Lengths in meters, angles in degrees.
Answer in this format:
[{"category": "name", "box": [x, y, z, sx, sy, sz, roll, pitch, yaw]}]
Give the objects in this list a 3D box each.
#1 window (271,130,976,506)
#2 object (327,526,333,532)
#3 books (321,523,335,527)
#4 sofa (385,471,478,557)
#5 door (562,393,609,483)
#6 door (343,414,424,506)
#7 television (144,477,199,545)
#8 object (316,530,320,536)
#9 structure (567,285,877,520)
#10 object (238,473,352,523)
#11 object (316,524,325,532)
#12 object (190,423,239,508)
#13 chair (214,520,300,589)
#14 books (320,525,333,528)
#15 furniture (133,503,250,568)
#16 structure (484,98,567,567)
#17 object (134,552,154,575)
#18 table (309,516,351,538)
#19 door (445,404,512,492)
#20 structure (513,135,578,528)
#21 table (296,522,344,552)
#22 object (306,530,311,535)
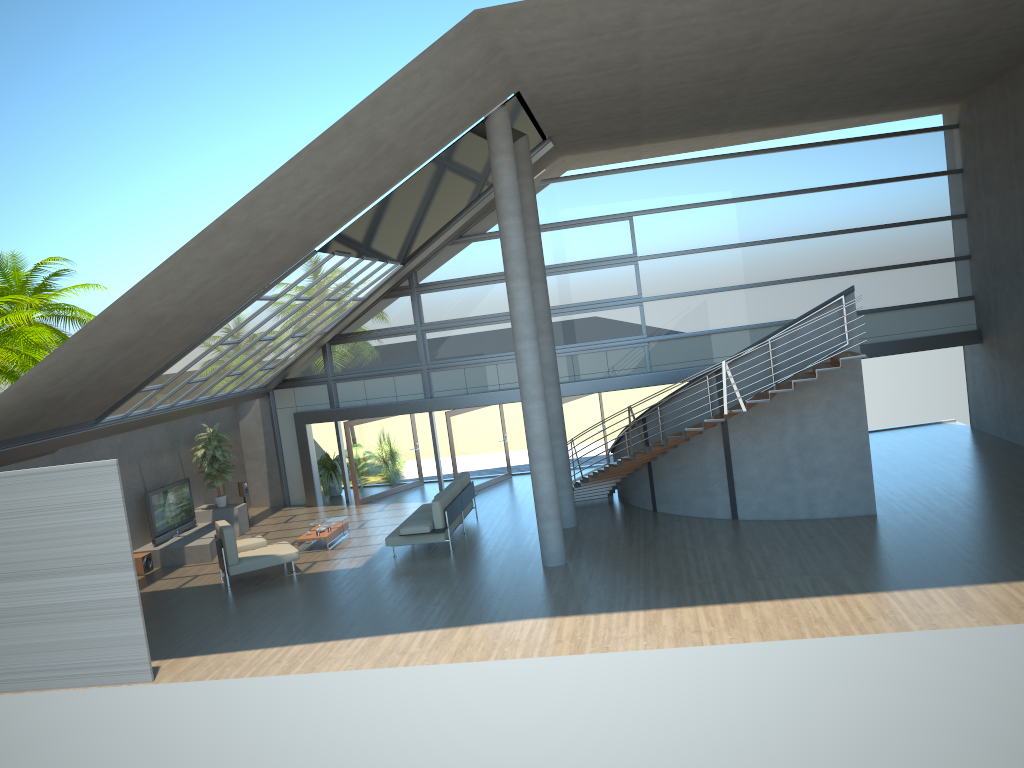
[{"category": "window", "box": [2.178, -1.237, 19.921, 16.616, 6.630, 1.098, -7, 4, 7]}, {"category": "object", "box": [-3.472, 2.766, 16.893, 0.070, 0.101, 0.085, -4, 5, 37]}, {"category": "books", "box": [-3.625, 2.784, 17.525, 0.275, 0.005, 0.189, -8, 4, -8]}, {"category": "sofa", "box": [-1.468, 2.378, 16.506, 1.166, 0.947, 3.079, -7, 4, 9]}, {"category": "door", "box": [1.658, 1.160, 20.177, 0.200, 1.977, 2.298, -5, 5, 30]}, {"category": "door", "box": [-3.037, 1.692, 21.282, 0.200, 1.977, 2.298, -4, 5, 38]}, {"category": "television", "box": [-6.832, 2.553, 17.811, 0.396, 1.063, 1.568, -7, 4, 9]}, {"category": "object", "box": [-3.656, 2.806, 16.672, 0.085, 0.101, 0.070, -7, 4, 8]}, {"category": "structure", "box": [2.860, 0.531, 15.159, 2.349, 3.653, 6.809, -11, 6, -43]}, {"category": "object", "box": [-8.004, 3.113, 17.926, 7.863, 0.982, 21.345, -7, 4, 12]}, {"category": "object", "box": [-3.666, 2.754, 16.987, 0.178, 0.161, 0.178, -11, 5, -40]}, {"category": "object", "box": [-6.403, 1.738, 19.123, 0.932, 1.857, 0.895, -10, 5, -32]}, {"category": "chair", "box": [-4.441, 2.800, 15.349, 1.244, 1.023, 1.217, -9, 5, -25]}, {"category": "books", "box": [-3.649, 2.794, 17.478, 0.275, 0.005, 0.189, -8, 4, -11]}, {"category": "furniture", "box": [-6.284, 3.037, 18.242, 1.577, 0.610, 2.936, -7, 4, 9]}, {"category": "structure", "box": [0.197, -0.760, 13.443, 0.381, 7.125, 0.382, -7, 4, 9]}, {"category": "object", "box": [-7.028, 3.383, 16.671, 0.425, 0.323, 0.362, -7, 4, 9]}, {"category": "table", "box": [-3.592, 2.856, 17.551, 0.680, 0.342, 0.400, -7, 4, 9]}, {"category": "door", "box": [-0.741, 1.442, 20.614, 0.200, 1.977, 2.298, -5, 5, 32]}, {"category": "structure", "box": [0.535, -0.971, 15.735, 0.381, 7.125, 0.382, -11, 5, -37]}, {"category": "table", "box": [-3.643, 2.946, 17.161, 0.600, 0.250, 1.200, -7, 4, 9]}, {"category": "object", "box": [-3.877, 2.827, 16.886, 0.102, 0.086, 0.100, -6, 4, 13]}]
